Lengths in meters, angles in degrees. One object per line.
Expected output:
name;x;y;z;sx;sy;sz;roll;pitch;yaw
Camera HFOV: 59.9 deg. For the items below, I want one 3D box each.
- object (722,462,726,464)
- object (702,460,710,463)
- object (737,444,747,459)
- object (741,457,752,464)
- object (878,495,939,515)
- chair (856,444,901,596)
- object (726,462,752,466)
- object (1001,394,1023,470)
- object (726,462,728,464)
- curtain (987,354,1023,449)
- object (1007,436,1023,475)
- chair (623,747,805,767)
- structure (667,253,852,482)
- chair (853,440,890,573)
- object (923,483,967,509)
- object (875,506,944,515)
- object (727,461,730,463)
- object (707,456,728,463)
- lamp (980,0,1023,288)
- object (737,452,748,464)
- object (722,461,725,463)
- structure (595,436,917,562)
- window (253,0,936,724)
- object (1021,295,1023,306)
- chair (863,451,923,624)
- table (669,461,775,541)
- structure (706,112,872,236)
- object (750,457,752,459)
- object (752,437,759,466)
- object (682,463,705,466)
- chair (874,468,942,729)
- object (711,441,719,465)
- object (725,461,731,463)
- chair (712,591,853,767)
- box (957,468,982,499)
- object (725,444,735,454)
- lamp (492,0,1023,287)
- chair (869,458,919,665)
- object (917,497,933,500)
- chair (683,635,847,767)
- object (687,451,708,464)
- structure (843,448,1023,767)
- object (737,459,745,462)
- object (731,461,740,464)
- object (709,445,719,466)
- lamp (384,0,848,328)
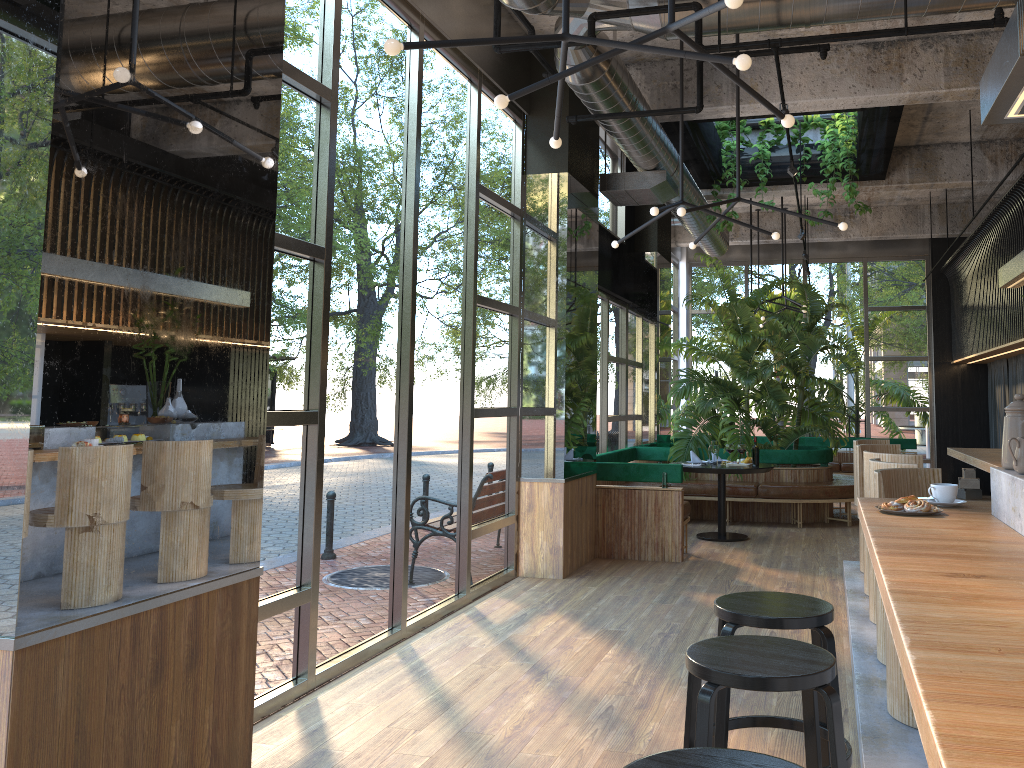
object;2.221;0.831;9.307;0.032;0.019;0.039;-1;-2;30
object;2.042;0.835;9.599;0.163;0.019;0.245;1;-1;-22
object;2.445;0.744;9.448;0.101;0.202;0.102;0;-5;7
object;2.427;0.789;9.200;0.097;0.065;0.165;1;-2;-11
object;1.283;0.389;2.860;0.159;0.053;0.156;1;-2;-28
chair;2.571;0.900;5.870;0.555;0.975;0.536;1;-5;-7
object;2.383;0.830;9.213;0.230;0.019;0.365;0;-1;28
object;1.573;0.147;2.754;0.121;0.236;0.209;2;-4;-13
object;2.237;0.824;9.237;0.031;0.031;0.040;-2;-4;42
curtain;6.755;0.643;12.043;0.118;2.070;3.341;-1;-3;20
object;1.484;0.200;2.561;0.096;0.120;0.090;-1;-4;26
chair;0.375;1.086;1.573;0.511;0.700;0.516;0;-4;6
structure;3.156;-0.023;11.561;2.424;3.457;2.664;1;-4;3
chair;2.849;0.916;6.650;0.526;0.975;0.565;-2;-5;28
object;1.368;0.381;2.989;0.434;0.073;0.173;1;-2;-38
object;1.281;0.408;2.867;0.215;0.013;0.196;1;-1;-37
object;2.269;0.825;9.325;0.032;0.032;0.038;0;-3;16
object;2.231;0.782;9.633;0.233;0.140;0.232;1;-2;1
lamp;3.991;-1.888;3.649;4.886;2.144;6.839;0;-2;12
object;2.370;0.757;9.123;0.140;0.124;0.099;1;-4;-2
object;2.246;0.831;9.427;0.023;0.025;0.048;-2;-3;36
structure;2.299;0.734;4.611;5.881;1.557;20.528;0;-1;19
window;1.289;-1.751;5.129;4.038;6.528;20.780;-1;-2;20
object;3.889;-0.282;6.146;0.609;1.559;0.641;4;-6;-34
chair;2.330;0.884;5.142;0.521;0.975;0.570;-3;-6;41
table;2.179;1.216;9.218;1.126;0.755;1.069;1;-3;-14
structure;3.306;-2.481;10.235;1.475;1.525;2.066;4;-4;-43
object;2.523;0.808;9.384;0.057;0.072;0.213;0;-2;10
object;2.484;0.688;9.055;0.065;0.301;0.071;-3;-6;34
object;1.858;0.825;9.113;0.249;0.019;0.161;0;-1;17
chair;1.772;0.852;3.619;0.567;0.975;0.524;3;-5;-25
object;2.109;0.715;9.223;0.093;0.246;0.092;1;-5;0
object;2.287;0.828;9.387;0.095;0.028;0.132;0;-2;32
chair;0.908;1.118;3.073;0.505;0.700;0.521;0;-4;13
box;6.792;1.478;13.190;0.328;0.445;0.281;0;-4;6
object;2.337;0.745;9.522;0.101;0.202;0.102;0;-5;7
lamp;3.147;-2.095;9.466;3.700;1.539;10.225;0;-1;17
chair;2.048;0.868;4.357;0.566;0.975;0.525;3;-5;-22
object;1.480;0.408;3.167;0.029;0.027;0.134;1;-1;-3
chair;0.686;1.104;2.449;0.509;0.700;0.517;0;-4;8
object;1.957;0.775;9.364;0.233;0.140;0.232;1;-2;1
structure;4.256;0.630;3.160;5.700;1.739;7.272;0;-1;18
object;2.435;0.804;9.305;0.064;0.038;0.192;2;-2;-38
object;2.329;0.814;9.225;0.099;0.013;0.227;0;-1;23
object;2.058;0.730;9.057;0.110;0.210;0.100;4;-6;-38
lamp;2.621;-2.020;5.059;4.960;1.832;19.292;0;-1;19
